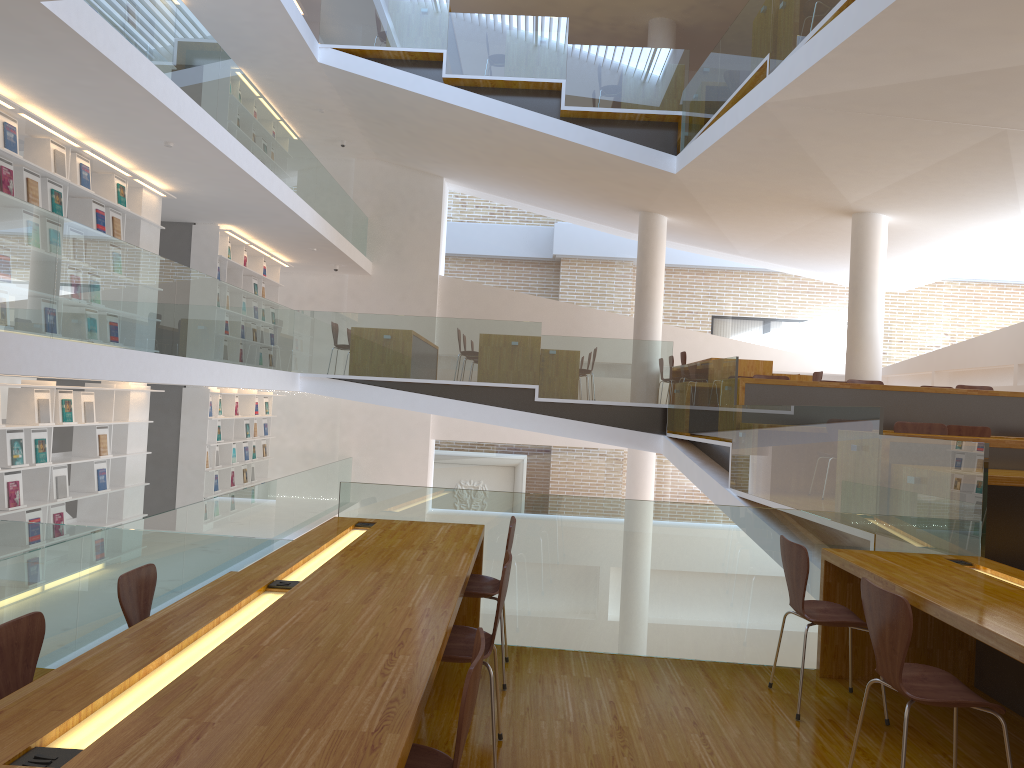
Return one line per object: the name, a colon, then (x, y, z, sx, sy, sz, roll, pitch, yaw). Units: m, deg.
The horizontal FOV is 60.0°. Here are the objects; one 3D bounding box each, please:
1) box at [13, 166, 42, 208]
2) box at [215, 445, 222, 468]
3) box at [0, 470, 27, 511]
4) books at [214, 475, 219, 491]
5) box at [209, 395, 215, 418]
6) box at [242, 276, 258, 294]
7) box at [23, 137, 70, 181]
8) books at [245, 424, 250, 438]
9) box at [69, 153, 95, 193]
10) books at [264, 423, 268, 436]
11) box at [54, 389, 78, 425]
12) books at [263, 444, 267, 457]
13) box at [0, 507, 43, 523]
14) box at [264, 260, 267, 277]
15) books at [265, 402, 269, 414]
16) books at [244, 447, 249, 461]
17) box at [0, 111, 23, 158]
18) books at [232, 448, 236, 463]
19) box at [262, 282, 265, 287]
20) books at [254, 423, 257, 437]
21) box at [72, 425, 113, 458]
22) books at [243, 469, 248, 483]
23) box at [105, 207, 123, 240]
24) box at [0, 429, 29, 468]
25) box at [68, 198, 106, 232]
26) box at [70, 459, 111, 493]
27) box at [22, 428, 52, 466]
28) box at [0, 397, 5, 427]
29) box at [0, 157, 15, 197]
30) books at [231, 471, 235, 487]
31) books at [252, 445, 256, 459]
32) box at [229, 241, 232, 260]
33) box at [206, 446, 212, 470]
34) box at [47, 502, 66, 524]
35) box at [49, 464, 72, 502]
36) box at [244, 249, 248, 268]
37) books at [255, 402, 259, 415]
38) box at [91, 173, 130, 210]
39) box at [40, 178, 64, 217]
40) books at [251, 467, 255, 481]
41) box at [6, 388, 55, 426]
box: (-3.900, -1.550, 7.048, 0.274, 0.296, 0.245, 3, -1, 1)
box: (-3.998, 0.943, 11.700, 0.274, 0.296, 0.245, 3, -1, 1)
box: (-4.023, 0.828, 6.999, 0.274, 0.296, 0.245, 3, -1, 1)
books: (-3.910, 1.307, 11.709, 0.037, 0.210, 0.145, 3, -1, 1)
box: (-3.971, 0.281, 11.341, 0.274, 0.296, 0.245, 3, -1, 1)
box: (-3.851, -1.412, 12.991, 0.274, 0.296, 0.245, 3, -1, 1)
box: (-3.876, -1.870, 7.408, 0.274, 0.296, 0.245, 3, -1, 1)
books: (-3.856, 0.683, 12.945, 0.037, 0.210, 0.145, 3, -1, 1)
box: (-3.868, -1.861, 7.825, 0.274, 0.296, 0.245, 3, -1, 1)
books: (-3.838, 0.720, 13.831, 0.037, 0.210, 0.145, 3, -1, 1)
box: (-3.976, 0.196, 7.733, 0.274, 0.296, 0.245, 3, -1, 1)
books: (-3.854, 1.045, 13.827, 0.037, 0.210, 0.145, 3, -1, 1)
box: (-4.034, 1.172, 7.327, 0.274, 0.296, 0.245, 3, -1, 1)
box: (-3.827, -1.732, 13.360, 0.274, 0.296, 0.245, 3, -1, 1)
books: (-3.823, 0.384, 13.839, 0.037, 0.210, 0.145, 3, -1, 1)
books: (-3.871, 1.019, 12.937, 0.037, 0.210, 0.145, 3, -1, 1)
box: (-3.889, -1.888, 6.698, 0.274, 0.296, 0.245, 3, -1, 1)
books: (-3.884, 0.999, 12.379, 0.037, 0.210, 0.145, 3, -1, 1)
box: (-3.844, -1.405, 13.353, 0.274, 0.296, 0.245, 3, -1, 1)
books: (-3.850, 0.691, 13.295, 0.037, 0.210, 0.145, 3, -1, 1)
box: (-3.979, 0.541, 8.433, 0.274, 0.296, 0.245, 3, -1, 1)
books: (-3.888, 1.344, 12.933, 0.037, 0.210, 0.145, 3, -1, 1)
box: (-3.873, -1.516, 8.480, 0.274, 0.296, 0.245, 3, -1, 1)
box: (-4.006, 0.500, 7.001, 0.274, 0.296, 0.245, 3, -1, 1)
box: (-3.879, -1.527, 8.140, 0.274, 0.296, 0.245, 3, -1, 1)
box: (-3.996, 0.869, 8.427, 0.274, 0.296, 0.245, 3, -1, 1)
box: (-4.000, 0.515, 7.346, 0.274, 0.296, 0.245, 3, -1, 1)
box: (-3.996, 0.170, 6.651, 0.274, 0.296, 0.245, 3, -1, 1)
box: (-3.919, -1.560, 6.690, 0.274, 0.296, 0.245, 3, -1, 1)
books: (-3.901, 1.326, 12.371, 0.037, 0.210, 0.145, 3, -1, 1)
books: (-3.865, 1.027, 13.272, 0.037, 0.210, 0.145, 3, -1, 1)
box: (-3.857, -1.770, 11.761, 0.274, 0.296, 0.245, 3, -1, 1)
box: (-4.005, 0.934, 11.325, 0.274, 0.296, 0.245, 3, -1, 1)
box: (-4.027, 1.180, 7.701, 0.274, 0.296, 0.245, 3, -1, 1)
box: (-4.010, 0.852, 7.703, 0.274, 0.296, 0.245, 3, -1, 1)
box: (-3.842, -1.755, 12.439, 0.274, 0.296, 0.245, 3, -1, 1)
books: (-3.834, 0.377, 13.302, 0.037, 0.210, 0.145, 3, -1, 1)
box: (-3.855, -1.844, 8.536, 0.274, 0.296, 0.245, 3, -1, 1)
box: (-3.893, -1.542, 7.393, 0.274, 0.296, 0.245, 3, -1, 1)
books: (-3.881, 1.352, 13.265, 0.037, 0.210, 0.145, 3, -1, 1)
box: (-3.983, 0.187, 7.361, 0.274, 0.296, 0.245, 3, -1, 1)
